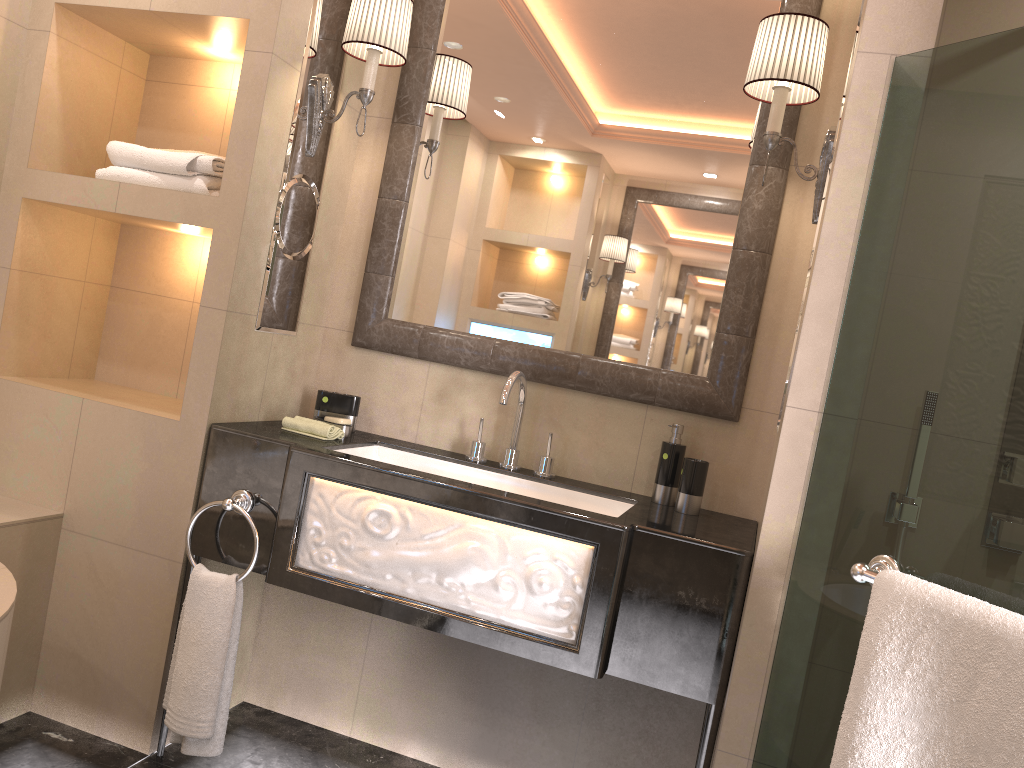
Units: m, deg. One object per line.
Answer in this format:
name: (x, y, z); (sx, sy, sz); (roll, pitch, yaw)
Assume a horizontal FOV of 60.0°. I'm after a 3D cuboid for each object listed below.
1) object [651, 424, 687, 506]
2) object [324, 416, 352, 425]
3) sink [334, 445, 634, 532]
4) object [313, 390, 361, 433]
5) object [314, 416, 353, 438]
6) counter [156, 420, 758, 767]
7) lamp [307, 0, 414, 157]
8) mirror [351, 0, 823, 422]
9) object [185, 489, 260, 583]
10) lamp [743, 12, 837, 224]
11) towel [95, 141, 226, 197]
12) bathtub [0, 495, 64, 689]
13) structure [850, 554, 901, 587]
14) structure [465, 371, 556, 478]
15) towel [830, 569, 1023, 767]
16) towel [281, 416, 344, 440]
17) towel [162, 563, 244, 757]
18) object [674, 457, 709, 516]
object: (0.410, 0.207, 2.293); (0.063, 0.208, 0.063); (11, 2, -3)
object: (-0.478, 0.101, 2.436); (0.077, 0.022, 0.051); (12, 3, 36)
sink: (-0.086, 0.303, 2.208); (0.760, 0.135, 0.349); (11, 2, 16)
object: (-0.504, 0.078, 2.545); (0.124, 0.104, 0.038); (10, 2, -9)
object: (-0.496, 0.118, 2.449); (0.133, 0.035, 0.080); (12, 3, 34)
counter: (-0.144, 0.647, 2.244); (1.330, 0.858, 0.543); (11, 2, 16)
lamp: (-0.402, -0.812, 2.361); (0.223, 0.444, 0.174); (11, 2, 16)
mirror: (0.178, -0.655, 2.435); (1.130, 1.320, 0.040); (11, 2, 16)
object: (-0.684, 0.368, 2.137); (0.203, 0.226, 0.074); (11, 2, 16)
lamp: (0.635, -0.604, 2.052); (0.223, 0.444, 0.174); (11, 2, 16)
towel: (-1.318, -0.896, 1.010); (0.517, 0.726, 3.195); (11, 2, 16)
bathtub: (-1.599, 0.579, 1.051); (1.060, 0.540, 2.662); (11, 2, 16)
structure: (0.641, 0.316, 1.227); (0.074, 0.061, 0.415); (10, 2, -29)
structure: (-0.009, 0.094, 2.395); (0.242, 0.268, 0.223); (9, 3, -39)
towel: (0.596, 0.606, 1.229); (0.154, 0.629, 0.313); (9, 3, -40)
towel: (-0.527, 0.114, 2.350); (0.149, 0.039, 0.096); (12, 2, 23)
towel: (-0.745, 0.664, 2.120); (0.173, 0.455, 0.116); (11, 2, -2)
object: (0.448, 0.255, 2.209); (0.063, 0.134, 0.063); (9, 3, -41)
